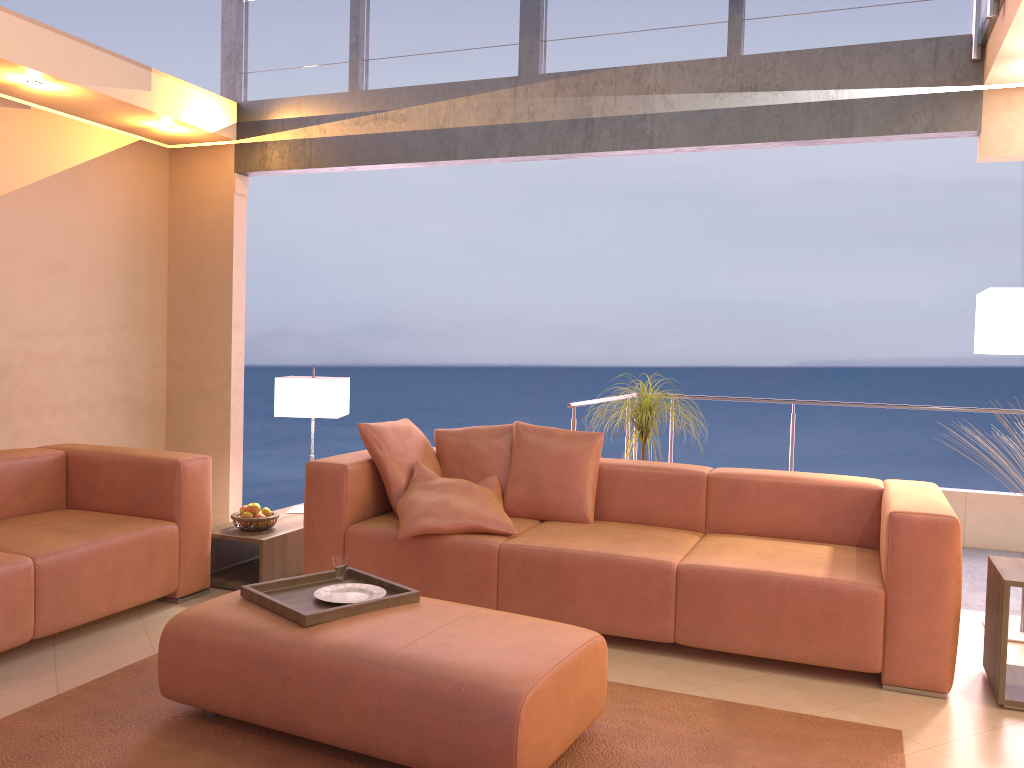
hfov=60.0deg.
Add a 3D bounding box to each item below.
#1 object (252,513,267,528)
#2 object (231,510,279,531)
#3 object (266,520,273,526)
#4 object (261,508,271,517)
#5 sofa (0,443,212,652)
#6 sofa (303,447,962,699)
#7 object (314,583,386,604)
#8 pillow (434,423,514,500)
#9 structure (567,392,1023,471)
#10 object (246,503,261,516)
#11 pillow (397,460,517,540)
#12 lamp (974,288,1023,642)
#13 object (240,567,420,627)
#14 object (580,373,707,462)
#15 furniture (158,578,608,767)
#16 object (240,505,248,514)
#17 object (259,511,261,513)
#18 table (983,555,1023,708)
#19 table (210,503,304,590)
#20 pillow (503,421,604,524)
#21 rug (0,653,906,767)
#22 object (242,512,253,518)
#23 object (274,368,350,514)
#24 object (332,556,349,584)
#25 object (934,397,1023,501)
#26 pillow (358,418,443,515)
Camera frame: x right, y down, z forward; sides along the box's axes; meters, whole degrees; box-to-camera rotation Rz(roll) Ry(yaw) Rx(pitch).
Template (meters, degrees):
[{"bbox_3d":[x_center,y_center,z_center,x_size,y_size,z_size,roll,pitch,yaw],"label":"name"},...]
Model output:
[{"bbox_3d":[-1.254,0.678,4.404,0.074,0.076,0.072,3,3,31],"label":"object"},{"bbox_3d":[-1.288,0.689,4.448,0.235,0.071,0.235,2,2,13],"label":"object"},{"bbox_3d":[-1.225,0.693,4.455,0.046,0.046,0.055,2,2,-1],"label":"object"},{"bbox_3d":[-1.232,0.645,4.445,0.045,0.053,0.051,4,3,45],"label":"object"},{"bbox_3d":[-2.348,0.679,3.134,0.943,0.672,2.781,2,2,21],"label":"sofa"},{"bbox_3d":[0.461,0.720,4.044,2.781,0.672,0.943,2,2,21],"label":"sofa"},{"bbox_3d":[-0.542,0.708,2.972,0.240,0.018,0.240,1,2,-15],"label":"object"},{"bbox_3d":[-0.167,0.411,4.449,0.492,0.446,0.255,2,2,5],"label":"pillow"},{"bbox_3d":[2.506,0.438,5.104,4.176,0.541,1.663,2,2,21],"label":"structure"},{"bbox_3d":[-1.291,0.626,4.425,0.069,0.061,0.068,1,2,-17],"label":"object"},{"bbox_3d":[-0.270,0.522,4.075,0.517,0.292,0.514,1,2,-9],"label":"pillow"},{"bbox_3d":[2.291,0.315,3.902,0.454,1.578,0.454,2,2,21],"label":"lamp"},{"bbox_3d":[-0.609,0.703,2.972,0.436,0.034,0.421,-1,3,-44],"label":"object"},{"bbox_3d":[0.740,0.480,5.050,0.703,1.088,0.729,1,2,-10],"label":"object"},{"bbox_3d":[-0.408,0.880,2.823,1.291,0.301,0.685,3,3,26],"label":"furniture"},{"bbox_3d":[-1.339,0.632,4.448,0.047,0.046,0.054,2,2,8],"label":"object"},{"bbox_3d":[-1.281,0.675,4.473,0.077,0.065,0.076,3,3,33],"label":"object"},{"bbox_3d":[1.986,0.897,3.176,0.469,0.436,0.415,2,2,21],"label":"table"},{"bbox_3d":[-1.202,0.851,4.697,0.412,0.268,0.918,2,2,21],"label":"table"},{"bbox_3d":[0.196,0.429,4.302,0.470,0.468,0.211,2,2,17],"label":"pillow"},{"bbox_3d":[-0.296,1.094,2.495,2.626,0.005,1.833,2,2,21],"label":"rug"},{"bbox_3d":[-1.306,0.654,4.382,0.055,0.047,0.045,2,2,-2],"label":"object"},{"bbox_3d":[-1.116,0.308,4.961,0.344,0.799,0.344,2,2,0],"label":"object"},{"bbox_3d":[-0.610,0.663,3.152,0.061,0.091,0.061,2,2,6],"label":"object"},{"bbox_3d":[2.033,0.361,3.234,0.700,0.634,0.703,1,2,-22],"label":"object"},{"bbox_3d":[-0.513,0.411,4.383,0.314,0.455,0.519,2,2,18],"label":"pillow"}]
